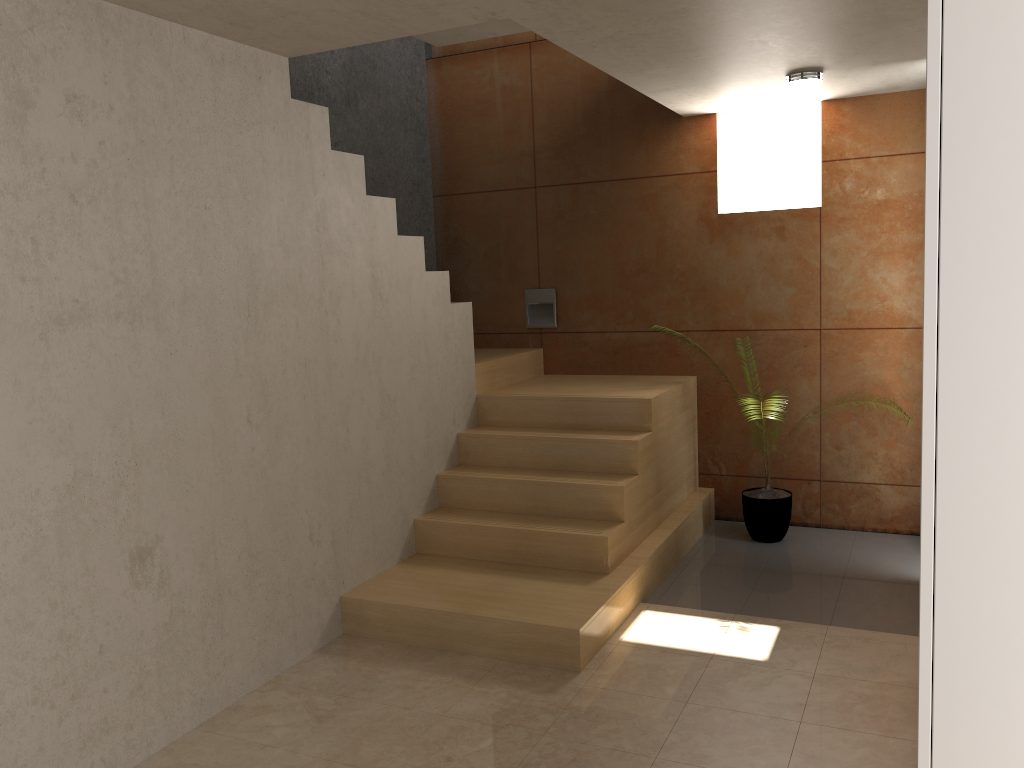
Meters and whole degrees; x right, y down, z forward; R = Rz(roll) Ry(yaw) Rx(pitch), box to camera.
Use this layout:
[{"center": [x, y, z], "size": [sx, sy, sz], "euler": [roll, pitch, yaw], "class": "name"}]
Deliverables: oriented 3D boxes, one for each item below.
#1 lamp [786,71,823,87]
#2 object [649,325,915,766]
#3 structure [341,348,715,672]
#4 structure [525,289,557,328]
[{"center": [1.441, -1.508, 4.376], "size": [0.173, 0.044, 0.173], "euler": [2, 8, 30], "class": "lamp"}, {"center": [-0.006, 0.689, 3.034], "size": [4.200, 1.455, 6.200], "euler": [1, 8, 25], "class": "object"}, {"center": [-0.118, 0.463, 4.953], "size": [1.950, 1.110, 2.400], "euler": [1, 8, 25], "class": "structure"}, {"center": [0.212, -0.516, 6.029], "size": [0.220, 0.260, 0.096], "euler": [1, 8, 25], "class": "structure"}]
